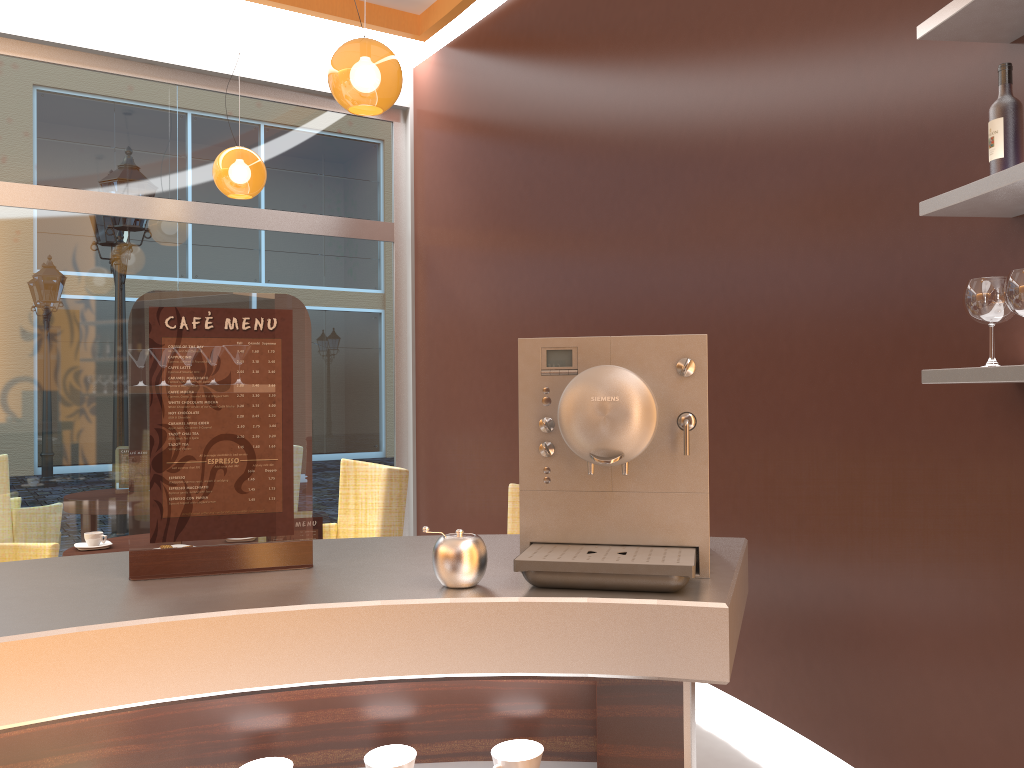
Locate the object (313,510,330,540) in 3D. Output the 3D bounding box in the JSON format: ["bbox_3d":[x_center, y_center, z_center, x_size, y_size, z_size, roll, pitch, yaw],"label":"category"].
[{"bbox_3d":[-0.645,0.548,2.636,0.209,0.335,0.042,0,-1,-19],"label":"object"}]

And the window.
[{"bbox_3d":[-4.252,-0.304,4.466,8.200,3.380,0.040,0,-1,-33],"label":"window"}]

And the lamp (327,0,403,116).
[{"bbox_3d":[-0.594,-1.847,3.569,0.299,1.500,0.299,-1,-1,35],"label":"lamp"}]

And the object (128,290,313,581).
[{"bbox_3d":[-0.428,0.070,1.315,0.258,0.414,0.052,0,-1,-19],"label":"object"}]

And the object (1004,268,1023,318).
[{"bbox_3d":[1.185,-0.148,2.006,0.125,0.221,0.125,0,-1,-8],"label":"object"}]

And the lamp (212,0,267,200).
[{"bbox_3d":[-1.564,-1.821,5.085,0.299,1.500,0.299,-1,-1,25],"label":"lamp"}]

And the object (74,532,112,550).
[{"bbox_3d":[-1.891,0.707,4.006,0.153,0.069,0.153,0,-1,-32],"label":"object"}]

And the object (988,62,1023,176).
[{"bbox_3d":[1.165,-0.606,2.091,0.073,0.297,0.073,0,-1,-23],"label":"object"}]

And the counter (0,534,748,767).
[{"bbox_3d":[-0.663,0.819,0.320,1.586,1.100,2.917,-1,-1,12],"label":"counter"}]

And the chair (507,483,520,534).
[{"bbox_3d":[0.050,0.883,3.019,0.685,1.017,0.729,0,-1,-26],"label":"chair"}]

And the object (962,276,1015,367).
[{"bbox_3d":[1.170,-0.146,2.164,0.125,0.221,0.125,0,-1,-8],"label":"object"}]

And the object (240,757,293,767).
[{"bbox_3d":[-0.324,0.530,1.159,0.073,0.050,0.086,0,-1,-11],"label":"object"}]

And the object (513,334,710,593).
[{"bbox_3d":[0.155,0.102,1.322,0.270,0.340,0.373,-1,-1,12],"label":"object"}]

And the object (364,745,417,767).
[{"bbox_3d":[-0.163,0.529,1.198,0.073,0.050,0.086,0,-1,-18],"label":"object"}]

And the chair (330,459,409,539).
[{"bbox_3d":[-0.859,0.907,4.422,0.685,1.017,0.729,0,-1,-30],"label":"chair"}]

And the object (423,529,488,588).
[{"bbox_3d":[-0.071,0.235,1.201,0.075,0.077,0.075,-1,-1,26],"label":"object"}]

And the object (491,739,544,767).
[{"bbox_3d":[0.008,0.528,1.214,0.073,0.050,0.086,-1,-1,0],"label":"object"}]

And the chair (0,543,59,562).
[{"bbox_3d":[-2.356,0.914,3.858,0.685,1.017,0.729,-1,-1,-1],"label":"chair"}]

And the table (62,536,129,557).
[{"bbox_3d":[-1.567,1.079,4.057,0.872,0.679,0.874,-1,-1,14],"label":"table"}]
